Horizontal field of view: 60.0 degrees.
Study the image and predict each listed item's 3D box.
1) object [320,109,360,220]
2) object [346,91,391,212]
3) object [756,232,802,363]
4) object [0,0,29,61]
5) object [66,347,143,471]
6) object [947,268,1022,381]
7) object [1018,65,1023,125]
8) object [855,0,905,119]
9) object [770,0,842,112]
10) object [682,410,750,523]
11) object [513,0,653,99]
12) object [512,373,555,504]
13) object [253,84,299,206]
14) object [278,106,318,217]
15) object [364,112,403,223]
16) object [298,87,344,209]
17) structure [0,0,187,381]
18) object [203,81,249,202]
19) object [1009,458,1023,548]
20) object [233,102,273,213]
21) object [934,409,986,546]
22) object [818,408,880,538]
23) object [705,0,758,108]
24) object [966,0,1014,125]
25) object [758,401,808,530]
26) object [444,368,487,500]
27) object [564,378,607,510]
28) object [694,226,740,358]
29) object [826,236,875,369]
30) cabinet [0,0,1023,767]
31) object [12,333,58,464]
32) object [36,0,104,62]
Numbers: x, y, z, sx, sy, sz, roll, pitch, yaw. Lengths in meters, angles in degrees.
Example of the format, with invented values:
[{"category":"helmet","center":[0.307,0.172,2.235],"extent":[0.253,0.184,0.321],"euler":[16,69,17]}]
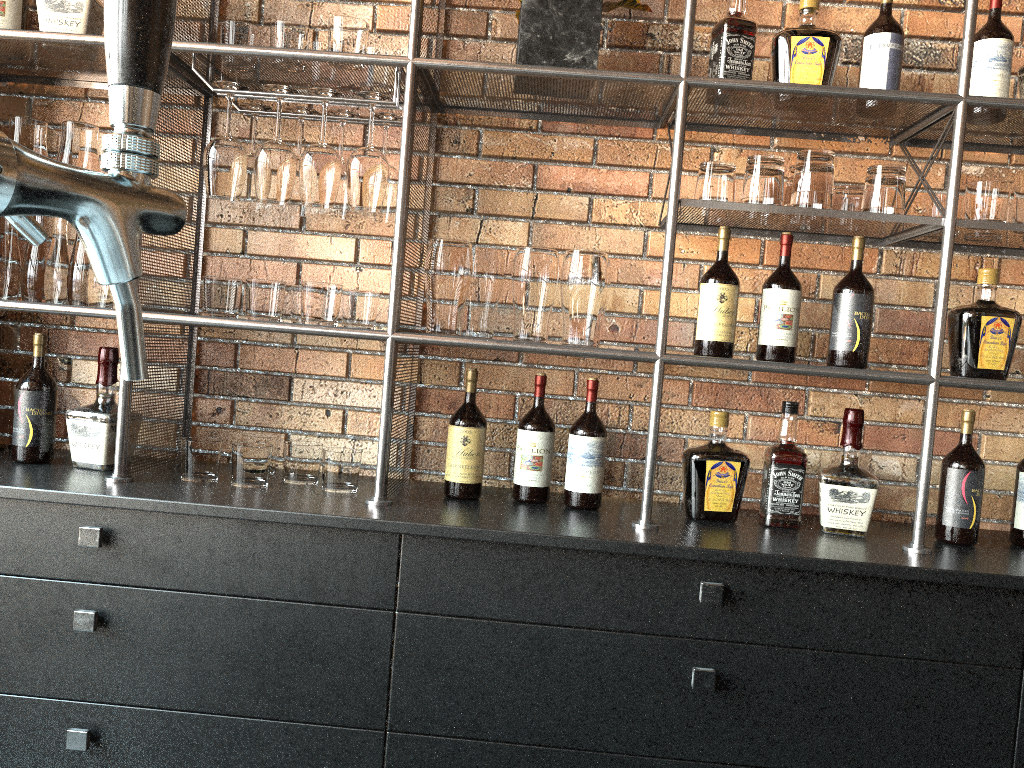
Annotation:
[{"category":"object","center":[-0.406,-0.515,2.090],"extent":[0.092,0.244,0.092],"euler":[5,2,8]},{"category":"object","center":[-0.310,-0.500,1.921],"extent":[0.092,0.244,0.092],"euler":[5,2,8]},{"category":"object","center":[0.613,-0.195,2.018],"extent":[0.086,0.298,0.086],"euler":[3,3,-39]},{"category":"object","center":[-1.172,-0.915,2.064],"extent":[0.086,0.298,0.086],"euler":[3,3,-39]},{"category":"object","center":[-0.938,0.054,2.045],"extent":[0.123,0.279,0.123],"euler":[5,2,16]},{"category":"object","center":[1.048,-0.131,1.971],"extent":[0.151,0.248,0.094],"euler":[4,2,-9]},{"category":"object","center":[1.195,-0.706,1.930],"extent":[0.123,0.279,0.123],"euler":[4,2,-9]},{"category":"object","center":[0.823,-0.747,1.971],"extent":[0.086,0.298,0.086],"euler":[3,3,-39]},{"category":"object","center":[0.650,-0.736,1.964],"extent":[0.151,0.248,0.094],"euler":[5,2,6]},{"category":"object","center":[0.460,0.185,2.007],"extent":[0.151,0.248,0.094],"euler":[4,2,-9]},{"category":"object","center":[0.119,-0.918,1.952],"extent":[0.430,0.526,0.425],"euler":[5,2,14]},{"category":"object","center":[0.055,0.124,2.053],"extent":[0.086,0.298,0.086],"euler":[3,3,-39]},{"category":"object","center":[-0.512,-0.517,1.929],"extent":[0.092,0.244,0.092],"euler":[5,2,8]},{"category":"object","center":[-0.505,-0.523,2.094],"extent":[0.092,0.244,0.092],"euler":[5,2,8]},{"category":"object","center":[-0.303,-0.507,2.086],"extent":[0.092,0.244,0.092],"euler":[5,2,8]},{"category":"object","center":[-0.413,-0.509,1.925],"extent":[0.092,0.244,0.092],"euler":[5,2,8]},{"category":"structure","center":[1.422,0.621,0.805],"extent":[5.346,1.430,1.930],"euler":[5,2,2]},{"category":"object","center":[-0.621,-0.526,1.933],"extent":[0.092,0.244,0.092],"euler":[5,2,8]},{"category":"object","center":[1.177,0.218,1.987],"extent":[0.086,0.298,0.086],"euler":[3,3,-39]},{"category":"object","center":[-0.615,-0.532,2.098],"extent":[0.092,0.244,0.092],"euler":[5,2,8]},{"category":"object","center":[0.996,0.204,1.961],"extent":[0.086,0.297,0.086],"euler":[6,3,36]},{"category":"object","center":[0.752,0.194,1.982],"extent":[0.123,0.279,0.123],"euler":[5,2,16]},{"category":"object","center":[0.491,-0.767,1.970],"extent":[0.083,0.282,0.083],"euler":[4,2,-13]},{"category":"object","center":[1.056,-0.729,1.956],"extent":[0.086,0.298,0.086],"euler":[3,3,-39]},{"category":"object","center":[0.615,0.180,2.001],"extent":[0.083,0.282,0.083],"euler":[5,2,2]},{"category":"object","center":[-0.102,0.113,2.033],"extent":[0.086,0.299,0.086],"euler":[3,3,-39]},{"category":"object","center":[0.173,0.135,2.025],"extent":[0.086,0.298,0.086],"euler":[3,3,-39]},{"category":"object","center":[0.466,-0.205,1.998],"extent":[0.086,0.299,0.086],"euler":[3,3,-39]},{"category":"object","center":[0.762,-0.181,1.984],"extent":[0.086,0.297,0.086],"euler":[3,3,-39]},{"category":"cabinet","center":[0.199,-0.641,1.948],"extent":[7.075,3.779,0.564],"euler":[5,2,2]},{"category":"object","center":[-1.094,0.031,2.039],"extent":[0.086,0.297,0.086],"euler":[6,3,36]},{"category":"object","center":[-0.997,-0.887,2.013],"extent":[0.123,0.279,0.123],"euler":[4,2,-9]}]
